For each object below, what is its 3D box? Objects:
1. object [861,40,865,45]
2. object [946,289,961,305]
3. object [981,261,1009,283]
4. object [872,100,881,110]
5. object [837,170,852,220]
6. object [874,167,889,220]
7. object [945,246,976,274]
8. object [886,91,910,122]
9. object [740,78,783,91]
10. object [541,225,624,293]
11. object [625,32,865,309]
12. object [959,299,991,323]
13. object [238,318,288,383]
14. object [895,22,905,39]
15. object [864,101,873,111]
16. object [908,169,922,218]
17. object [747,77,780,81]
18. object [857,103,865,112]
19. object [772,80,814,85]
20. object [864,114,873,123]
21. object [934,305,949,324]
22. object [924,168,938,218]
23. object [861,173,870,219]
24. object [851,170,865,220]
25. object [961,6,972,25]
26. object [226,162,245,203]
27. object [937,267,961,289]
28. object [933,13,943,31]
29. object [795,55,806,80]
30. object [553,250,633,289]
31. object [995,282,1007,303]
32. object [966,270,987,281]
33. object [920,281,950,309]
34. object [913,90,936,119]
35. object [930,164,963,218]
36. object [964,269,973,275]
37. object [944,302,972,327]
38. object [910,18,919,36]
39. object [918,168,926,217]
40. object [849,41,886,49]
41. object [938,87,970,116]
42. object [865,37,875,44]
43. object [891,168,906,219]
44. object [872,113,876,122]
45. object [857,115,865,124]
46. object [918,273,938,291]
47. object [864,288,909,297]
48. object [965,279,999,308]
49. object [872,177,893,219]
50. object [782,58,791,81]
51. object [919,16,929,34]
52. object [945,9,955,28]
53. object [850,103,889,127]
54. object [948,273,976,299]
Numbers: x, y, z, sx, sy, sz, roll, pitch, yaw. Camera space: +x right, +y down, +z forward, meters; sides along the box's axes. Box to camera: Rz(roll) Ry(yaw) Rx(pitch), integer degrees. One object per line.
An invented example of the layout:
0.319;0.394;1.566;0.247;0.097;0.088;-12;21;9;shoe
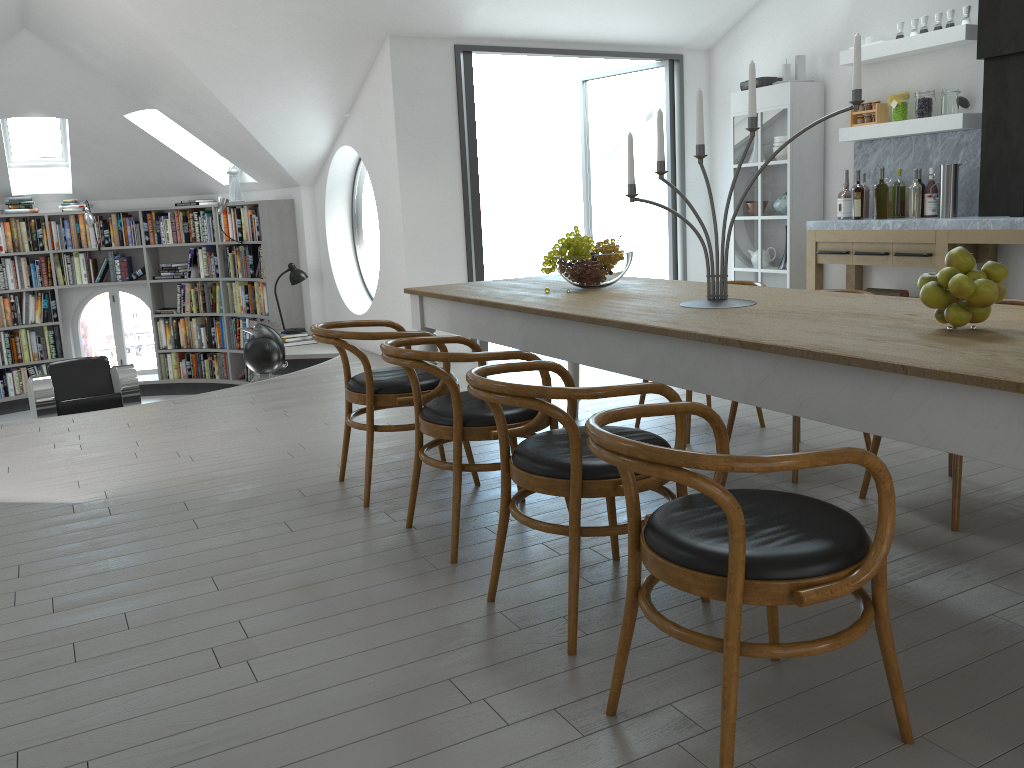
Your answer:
2.491;-2.417;6.322;0.057;0.061;0.058;-9;12;-28;object
1.172;-0.231;2.374;0.060;0.055;0.060;-10;13;-33;object
1.242;-0.288;2.281;0.062;0.059;0.062;-8;12;-27;object
2.586;-1.974;6.285;0.058;0.075;0.059;-4;10;-5;object
2.418;-1.370;6.420;0.085;0.358;0.089;-4;10;-6;object
2.525;-1.297;6.055;0.092;0.357;0.093;0;10;16;object
1.163;-0.320;2.300;0.072;0.074;0.073;-8;12;-27;object
2.665;-1.907;6.111;0.128;0.198;0.164;-9;12;-33;object
2.008;-2.356;7.070;0.299;0.119;0.300;-9;12;-27;object
0.329;-0.565;3.939;0.292;0.283;0.395;2;12;26;object
0.764;-0.703;3.017;0.775;0.871;0.266;5;12;36;object
1.206;-0.196;2.312;0.078;0.073;0.081;0;11;17;object
-2.035;-0.262;7.261;0.321;0.560;0.321;4;12;34;object
2.640;-2.397;6.030;0.064;0.123;0.068;-10;12;-34;object
2.554;-1.984;6.343;0.058;0.075;0.059;-4;10;-5;object
2.695;-1.271;5.929;0.085;0.329;0.085;-6;10;-19;object
2.007;-2.366;7.068;0.238;0.119;0.239;-9;12;-27;object
2.522;-1.994;6.402;0.058;0.075;0.059;-4;10;-5;object
2.159;-2.307;6.802;0.295;0.024;0.151;-4;11;-4;object
2.558;-1.899;6.358;0.058;0.075;0.059;-4;10;-5;object
1.146;-0.184;2.345;0.050;0.050;0.051;-8;11;-24;object
2.806;-1.278;5.931;0.081;0.328;0.082;-3;10;-1;object
2.535;-1.356;6.397;0.085;0.329;0.085;-6;10;-19;object
2.429;-1.323;6.226;0.093;0.357;0.093;-2;10;6;object
2.868;-2.321;5.593;0.064;0.123;0.068;-10;12;-34;object
-2.885;-2.115;9.190;0.179;0.470;0.180;-6;10;-19;object
1.123;-0.273;2.275;0.058;0.057;0.053;-5;11;-13;object
2.778;-2.353;5.775;0.064;0.123;0.068;-10;12;-34;object
2.206;-2.405;6.787;0.072;0.210;0.071;-4;10;-4;object
0.362;-0.505;3.949;0.360;0.159;0.361;7;15;41;object
1.234;-0.234;2.266;0.051;0.053;0.053;-11;13;-36;object
1.191;-0.268;2.278;0.053;0.050;0.053;4;12;33;object
1.097;-0.231;2.301;0.070;0.072;0.071;2;12;26;object
2.762;-1.871;5.940;0.120;0.182;0.120;-5;10;-13;object
2.827;-1.255;5.764;0.114;0.338;0.165;-7;11;-24;object
1.189;-0.283;2.350;0.072;0.071;0.066;3;12;31;object
1.144;-0.178;2.274;0.063;0.063;0.064;-6;11;-16;object
2.693;-2.380;5.933;0.064;0.123;0.068;-10;12;-34;object
2.768;-1.297;6.030;0.085;0.329;0.085;-6;10;-19;object
2.526;-2.384;6.260;0.113;0.024;0.296;-9;13;-27;object
2.866;-1.836;5.754;0.207;0.177;0.104;-4;10;-6;object
2.525;-2.411;6.256;0.054;0.071;0.054;-8;12;-28;object
2.644;-1.300;6.062;0.092;0.337;0.092;-5;10;-10;object
2.590;-1.889;6.299;0.058;0.075;0.059;-4;10;-5;object
2.526;-1.909;6.416;0.058;0.075;0.059;-4;10;-5;object
1.117;-0.263;2.355;0.071;0.063;0.072;-10;13;-34;object
2.630;-0.619;6.234;0.104;0.102;0.293;-9;13;-30;object
1.185;-0.229;2.239;0.077;0.076;0.076;3;12;28;object
2.632;-1.310;6.232;0.184;0.285;0.185;-4;10;-4;object
2.100;-2.392;6.783;0.054;0.195;0.054;-3;10;-3;object
2.721;-2.365;5.851;0.064;0.123;0.068;-10;12;-34;object
2.815;-2.338;5.690;0.064;0.123;0.068;-10;12;-34;object
2.557;-1.922;6.351;0.120;0.145;0.238;-8;12;-27;object
1.128;-0.246;2.223;0.062;0.063;0.063;2;11;24;object
